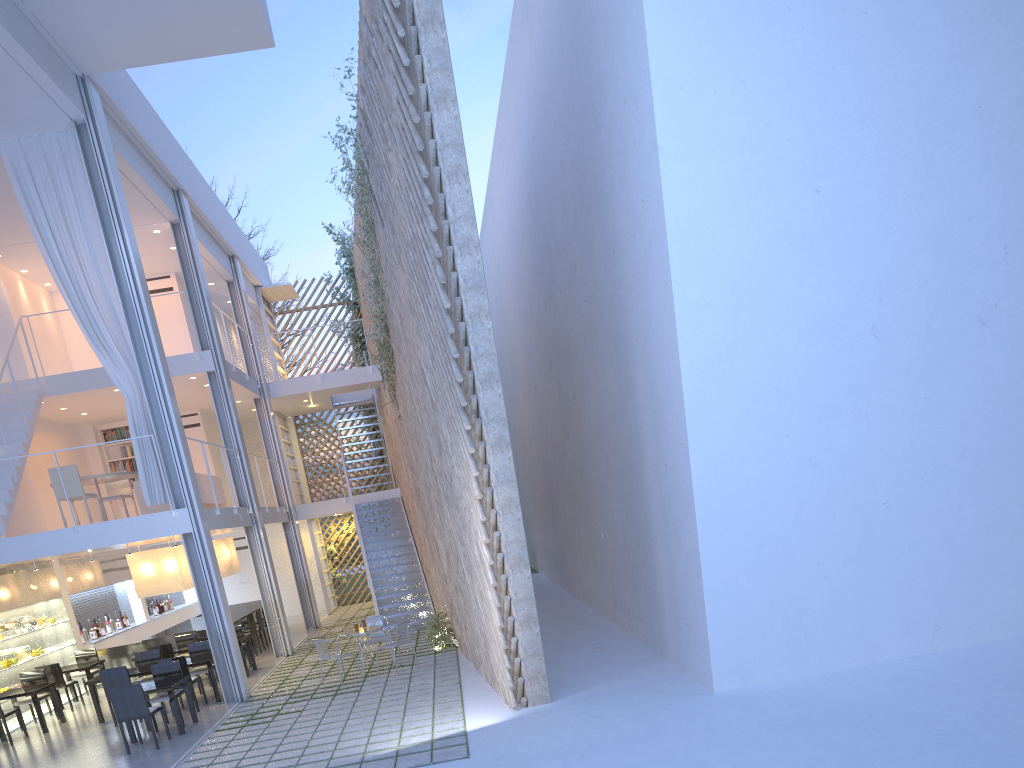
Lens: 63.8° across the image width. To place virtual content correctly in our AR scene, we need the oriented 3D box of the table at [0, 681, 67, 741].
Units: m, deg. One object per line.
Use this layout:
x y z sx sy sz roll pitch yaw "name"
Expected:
-3.619 2.444 6.151 0.358 0.346 0.340 -10 3 -4 "table"

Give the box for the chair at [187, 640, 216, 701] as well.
-2.404 2.221 6.380 0.192 0.458 0.225 -10 9 -5 "chair"

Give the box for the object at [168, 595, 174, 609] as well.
-4.304 2.753 10.369 0.044 0.194 0.040 -7 13 8 "object"

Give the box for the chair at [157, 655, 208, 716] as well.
-2.364 2.154 5.925 0.192 0.458 0.225 -10 9 -5 "chair"

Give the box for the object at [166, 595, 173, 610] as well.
-4.301 2.736 10.306 0.047 0.212 0.042 1 16 36 "object"

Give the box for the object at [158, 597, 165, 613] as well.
-4.282 2.697 10.038 0.046 0.213 0.043 -10 13 -5 "object"

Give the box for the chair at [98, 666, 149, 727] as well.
-2.767 2.220 5.909 0.192 0.458 0.225 -10 9 -5 "chair"

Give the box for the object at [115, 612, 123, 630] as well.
-4.156 2.496 8.677 0.046 0.212 0.044 -9 13 -3 "object"

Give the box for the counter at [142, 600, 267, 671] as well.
-3.141 2.711 8.980 0.811 0.383 2.475 -9 -7 -6 "counter"

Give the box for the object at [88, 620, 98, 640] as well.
-4.032 2.213 7.075 0.047 0.296 1.960 -10 -7 -6 "object"

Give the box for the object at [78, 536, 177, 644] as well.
-3.311 1.793 6.893 1.663 0.848 1.811 -9 -3 -7 "object"

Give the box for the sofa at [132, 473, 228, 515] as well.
-2.993 1.046 7.511 0.498 0.378 0.966 -9 -4 -5 "sofa"

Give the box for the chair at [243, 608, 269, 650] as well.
-2.682 2.545 8.465 0.239 0.459 0.179 -10 11 -6 "chair"

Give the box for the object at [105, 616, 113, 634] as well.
-4.142 2.469 8.433 0.043 0.194 0.040 -10 13 -3 "object"

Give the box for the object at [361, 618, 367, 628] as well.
-1.136 1.835 6.317 0.031 0.080 0.029 0 14 40 "object"

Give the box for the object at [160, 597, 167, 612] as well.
-4.292 2.711 10.122 0.046 0.212 0.044 -9 13 -3 "object"

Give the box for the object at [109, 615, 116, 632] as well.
-4.159 2.489 8.555 0.045 0.195 0.042 2 17 42 "object"

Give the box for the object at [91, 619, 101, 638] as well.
-4.036 2.220 7.121 0.105 0.295 2.032 -10 -7 -4 "object"

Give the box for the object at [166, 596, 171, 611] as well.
-4.286 2.735 10.248 0.046 0.195 0.042 -10 13 -4 "object"

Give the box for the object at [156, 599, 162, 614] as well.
-4.252 2.679 9.895 0.044 0.202 0.043 -12 13 -13 "object"

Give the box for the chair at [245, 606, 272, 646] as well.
-2.721 2.595 8.793 0.238 0.459 0.180 -10 11 -9 "chair"

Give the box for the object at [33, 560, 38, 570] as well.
-3.450 1.307 5.947 0.029 0.083 0.027 -8 11 7 "object"

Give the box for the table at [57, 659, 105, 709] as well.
-3.697 2.577 7.056 0.358 0.346 0.340 -10 3 -4 "table"

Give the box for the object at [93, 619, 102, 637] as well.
-4.068 2.231 7.164 0.067 0.295 2.107 -10 -7 -6 "object"

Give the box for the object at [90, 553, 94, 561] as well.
-3.534 1.449 6.910 0.029 0.083 0.027 -8 11 7 "object"

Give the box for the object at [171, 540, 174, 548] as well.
-2.868 1.340 6.937 0.029 0.083 0.027 -8 11 7 "object"

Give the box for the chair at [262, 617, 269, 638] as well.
-2.757 2.688 9.450 0.240 0.459 0.178 -9 11 -2 "chair"

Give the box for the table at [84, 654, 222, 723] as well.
-2.638 2.283 6.191 0.913 0.346 0.340 -9 3 -3 "table"

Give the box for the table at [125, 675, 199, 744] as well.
-2.290 2.111 5.344 0.358 0.346 0.340 -10 3 -4 "table"

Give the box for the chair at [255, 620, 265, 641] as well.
-2.732 2.640 9.122 0.239 0.459 0.180 -10 11 -6 "chair"

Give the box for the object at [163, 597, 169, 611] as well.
-4.297 2.729 10.194 0.045 0.195 0.042 2 17 41 "object"

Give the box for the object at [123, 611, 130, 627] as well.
-4.178 2.542 8.910 0.040 0.190 0.041 -17 15 -33 "object"

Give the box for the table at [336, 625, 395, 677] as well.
-1.120 2.034 6.269 0.332 0.348 0.352 -13 5 -42 "table"

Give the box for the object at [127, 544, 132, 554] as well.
-2.784 1.198 5.974 0.029 0.083 0.027 -8 11 7 "object"

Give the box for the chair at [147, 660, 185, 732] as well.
-2.300 2.086 5.494 0.192 0.458 0.225 -10 9 -5 "chair"

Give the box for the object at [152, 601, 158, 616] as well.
-4.258 2.673 9.793 0.040 0.190 0.041 -17 15 -33 "object"

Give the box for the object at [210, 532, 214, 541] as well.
-2.538 1.286 6.951 0.029 0.083 0.027 -8 11 7 "object"

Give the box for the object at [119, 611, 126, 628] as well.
-4.188 2.528 8.840 0.044 0.202 0.043 -12 13 -13 "object"

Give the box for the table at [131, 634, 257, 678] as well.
-2.717 2.416 7.097 0.913 0.346 0.340 -9 3 -3 "table"

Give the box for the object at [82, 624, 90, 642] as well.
-4.053 2.208 7.010 0.046 0.296 1.837 -10 -7 -5 "object"

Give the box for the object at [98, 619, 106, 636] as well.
-4.040 2.215 7.092 0.058 0.300 2.385 -10 -7 -5 "object"

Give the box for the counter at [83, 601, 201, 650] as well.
-4.170 2.939 9.549 0.232 0.443 3.574 -10 -7 -6 "counter"

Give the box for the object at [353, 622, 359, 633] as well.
-1.159 1.814 6.130 0.031 0.080 0.029 0 14 40 "object"
